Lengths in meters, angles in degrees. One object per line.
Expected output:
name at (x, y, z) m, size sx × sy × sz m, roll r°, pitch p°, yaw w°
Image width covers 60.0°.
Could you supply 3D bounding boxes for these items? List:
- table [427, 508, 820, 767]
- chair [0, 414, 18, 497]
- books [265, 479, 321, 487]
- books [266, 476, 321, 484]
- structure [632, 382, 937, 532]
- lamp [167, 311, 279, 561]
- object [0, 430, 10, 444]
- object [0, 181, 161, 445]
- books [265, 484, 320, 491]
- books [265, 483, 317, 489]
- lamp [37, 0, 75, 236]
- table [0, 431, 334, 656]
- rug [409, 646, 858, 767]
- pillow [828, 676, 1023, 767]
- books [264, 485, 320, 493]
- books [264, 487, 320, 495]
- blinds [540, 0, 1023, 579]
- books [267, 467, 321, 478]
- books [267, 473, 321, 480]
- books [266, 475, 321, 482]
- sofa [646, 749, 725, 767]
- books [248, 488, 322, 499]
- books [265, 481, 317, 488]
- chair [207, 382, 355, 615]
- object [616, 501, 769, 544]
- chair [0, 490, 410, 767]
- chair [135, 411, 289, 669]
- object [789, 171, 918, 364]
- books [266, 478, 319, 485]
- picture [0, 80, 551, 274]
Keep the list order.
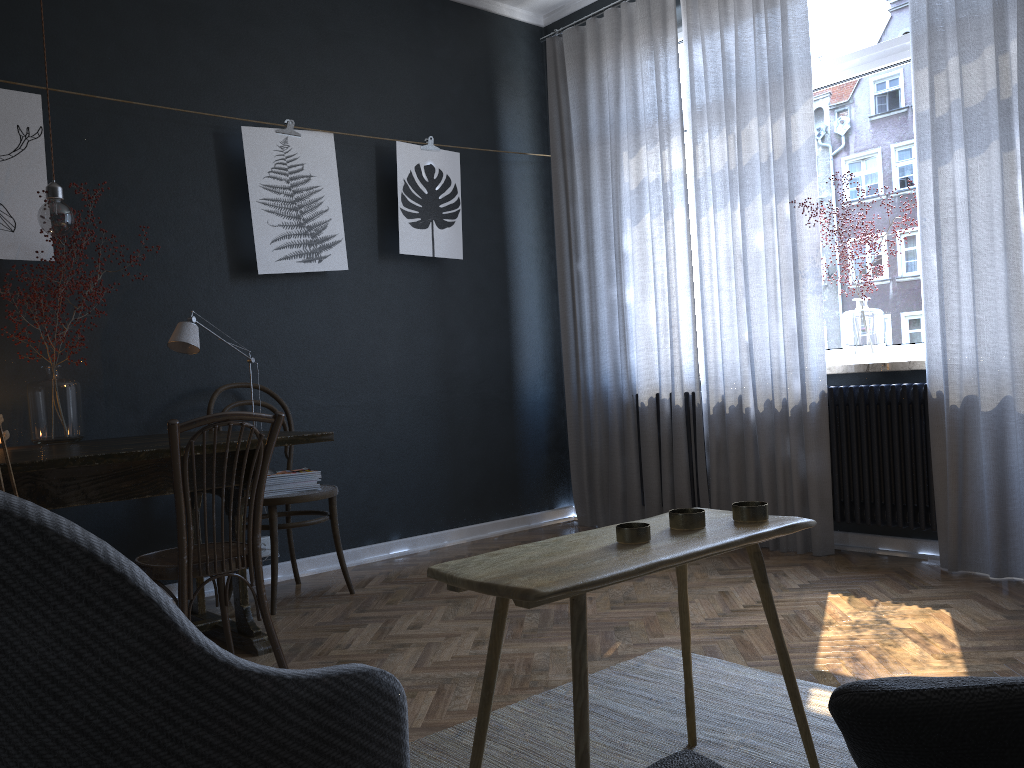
table at (0.244, 0.565, 1.672) m, size 0.787 × 0.550 × 0.339 m, roll -4°, pitch 1°, yaw -41°
chair at (-1.421, 0.513, 2.199) m, size 0.384 × 0.857 × 0.455 m, roll -3°, pitch 1°, yaw 34°
books at (-0.979, 0.411, 3.707) m, size 0.304 × 0.006 × 0.218 m, roll -4°, pitch 0°, yaw -29°
books at (-0.978, 0.399, 3.702) m, size 0.304 × 0.008 × 0.218 m, roll -4°, pitch 0°, yaw -30°
structure at (1.259, 0.318, 4.207) m, size 0.215 × 0.600 × 1.847 m, roll -4°, pitch 1°, yaw -41°
lamp at (-1.117, 0.251, 3.653) m, size 0.242 × 1.070 × 0.800 m, roll -3°, pitch 1°, yaw 4°
object at (-1.866, 0.197, 3.037) m, size 0.254 × 0.072 × 0.252 m, roll -4°, pitch 0°, yaw -34°
object at (-1.708, -0.244, 3.280) m, size 0.639 × 0.931 × 0.556 m, roll -3°, pitch 1°, yaw 20°
books at (-0.982, 0.428, 3.696) m, size 0.304 × 0.013 × 0.219 m, roll -4°, pitch 0°, yaw -29°
books at (-0.985, 0.422, 3.702) m, size 0.288 × 0.008 × 0.218 m, roll -4°, pitch 0°, yaw -28°
lamp at (-1.397, -1.284, 2.206) m, size 0.583 × 1.575 × 1.590 m, roll -4°, pitch 1°, yaw -10°
table at (-1.531, 0.577, 2.810) m, size 1.603 × 0.728 × 1.126 m, roll -4°, pitch 1°, yaw -41°
rug at (0.046, 0.850, 1.720) m, size 2.010 × 0.013 × 1.004 m, roll -4°, pitch 0°, yaw -41°
pillow at (0.599, 0.243, 0.604) m, size 0.797 × 0.362 × 0.442 m, roll -4°, pitch 1°, yaw -23°
books at (-0.981, 0.435, 3.698) m, size 0.304 × 0.008 × 0.218 m, roll -4°, pitch 0°, yaw -29°
books at (-0.982, 0.443, 3.697) m, size 0.304 × 0.007 × 0.218 m, roll -4°, pitch 0°, yaw -29°
blinds at (1.608, -0.657, 3.622) m, size 0.312 × 2.789 × 3.994 m, roll -4°, pitch 1°, yaw -41°
books at (-0.980, 0.375, 3.707) m, size 0.304 × 0.013 × 0.219 m, roll -4°, pitch 0°, yaw -29°
books at (-0.982, 0.384, 3.707) m, size 0.304 × 0.008 × 0.218 m, roll -4°, pitch 0°, yaw -29°
books at (-0.979, 0.392, 3.704) m, size 0.304 × 0.008 × 0.218 m, roll -4°, pitch 0°, yaw -30°
sofa at (1.114, 0.389, 0.974) m, size 2.339 × 0.798 × 0.970 m, roll -4°, pitch 1°, yaw -41°
books at (-0.980, 0.450, 3.698) m, size 0.304 × 0.008 × 0.218 m, roll -4°, pitch 0°, yaw -34°
books at (-0.986, 0.417, 3.702) m, size 0.288 × 0.008 × 0.218 m, roll -4°, pitch 0°, yaw -28°
chair at (-0.988, 0.442, 3.743) m, size 0.437 × 0.921 × 0.549 m, roll -4°, pitch 1°, yaw -43°
object at (0.346, 0.268, 1.734) m, size 0.368 × 0.033 × 0.103 m, roll -4°, pitch 0°, yaw -30°
chair at (-0.430, 0.475, 1.018) m, size 0.645 × 0.811 × 0.494 m, roll -3°, pitch 1°, yaw 27°
chair at (-0.891, 0.492, 2.585) m, size 0.362 × 0.820 × 0.467 m, roll -4°, pitch 1°, yaw -41°
object at (1.522, -0.496, 3.872) m, size 0.514 × 0.810 × 0.599 m, roll -3°, pitch 1°, yaw 23°
books at (-0.981, 0.406, 3.702) m, size 0.288 × 0.008 × 0.218 m, roll -4°, pitch 0°, yaw -30°
picture at (-1.349, -0.864, 3.779) m, size 4.454 × 0.771 × 0.058 m, roll -4°, pitch 1°, yaw -41°
